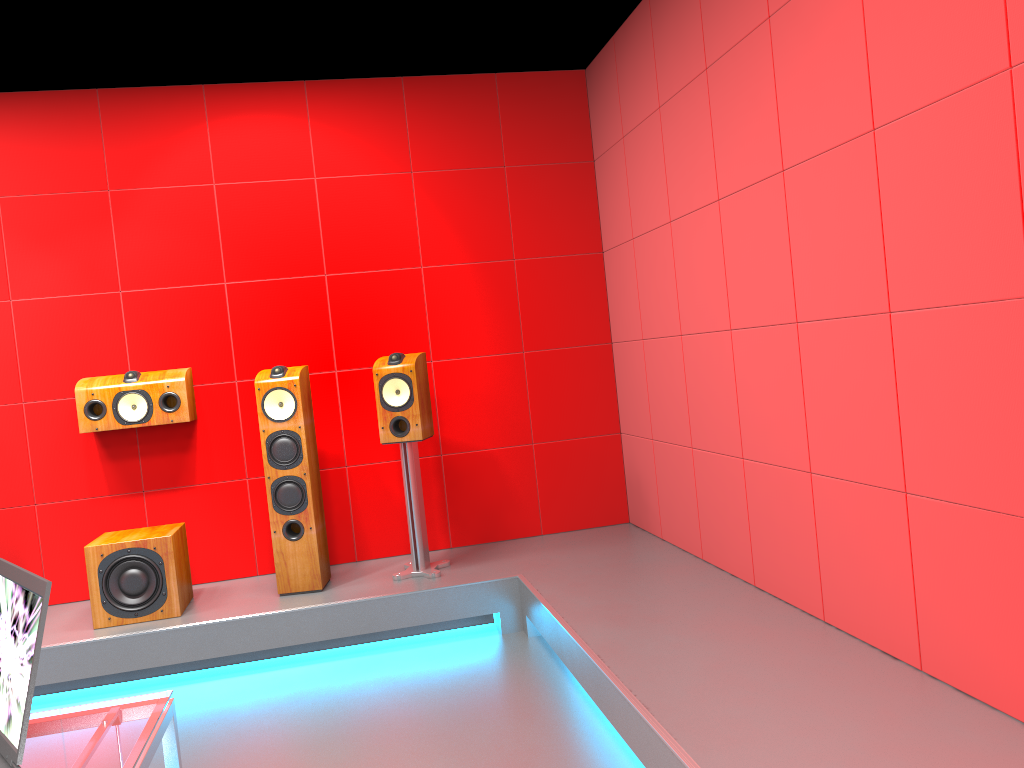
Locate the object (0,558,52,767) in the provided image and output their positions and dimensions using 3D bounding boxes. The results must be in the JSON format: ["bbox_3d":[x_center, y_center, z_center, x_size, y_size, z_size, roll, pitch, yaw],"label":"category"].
[{"bbox_3d":[-0.908,0.459,1.340,0.340,0.285,0.342,-7,2,-41],"label":"object"}]

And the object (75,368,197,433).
[{"bbox_3d":[-1.815,0.070,4.295,0.493,0.271,0.235,-6,2,-11],"label":"object"}]

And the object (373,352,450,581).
[{"bbox_3d":[-0.484,0.376,4.235,0.231,1.058,0.265,-6,2,9],"label":"object"}]

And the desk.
[{"bbox_3d":[-1.318,0.994,1.223,1.617,0.690,0.594,-6,2,-11],"label":"desk"}]

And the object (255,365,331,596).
[{"bbox_3d":[-1.024,0.437,4.151,0.203,1.052,0.238,-6,2,-1],"label":"object"}]

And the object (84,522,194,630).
[{"bbox_3d":[-1.673,0.856,4.002,0.360,0.360,0.360,-6,2,-11],"label":"object"}]
